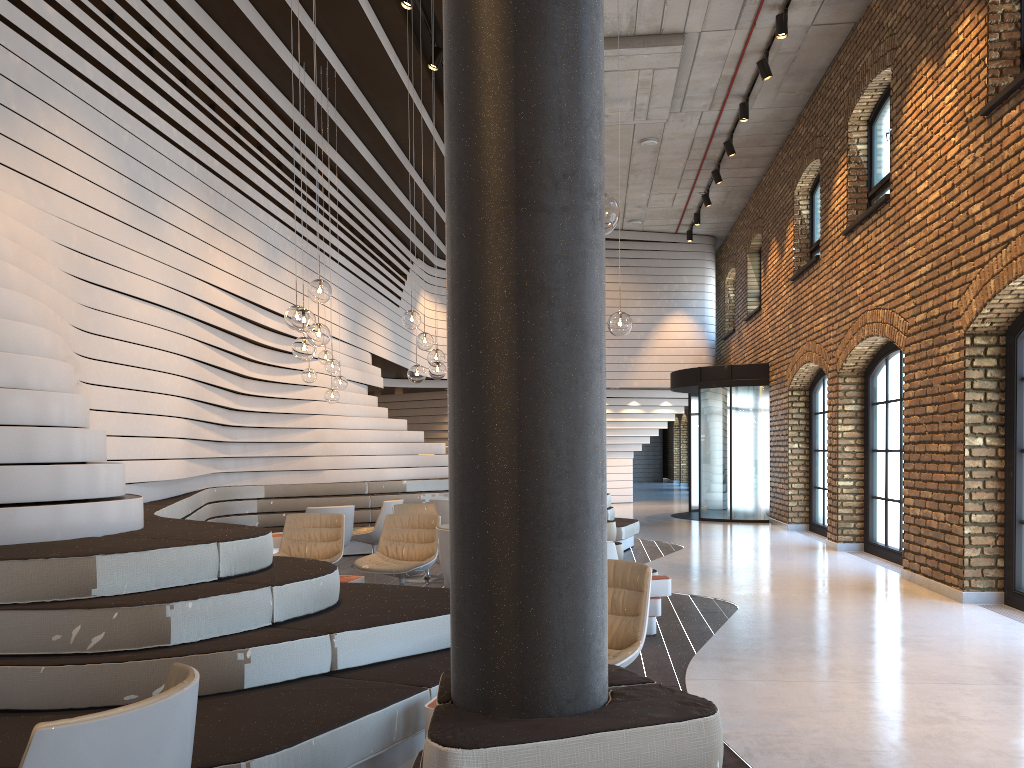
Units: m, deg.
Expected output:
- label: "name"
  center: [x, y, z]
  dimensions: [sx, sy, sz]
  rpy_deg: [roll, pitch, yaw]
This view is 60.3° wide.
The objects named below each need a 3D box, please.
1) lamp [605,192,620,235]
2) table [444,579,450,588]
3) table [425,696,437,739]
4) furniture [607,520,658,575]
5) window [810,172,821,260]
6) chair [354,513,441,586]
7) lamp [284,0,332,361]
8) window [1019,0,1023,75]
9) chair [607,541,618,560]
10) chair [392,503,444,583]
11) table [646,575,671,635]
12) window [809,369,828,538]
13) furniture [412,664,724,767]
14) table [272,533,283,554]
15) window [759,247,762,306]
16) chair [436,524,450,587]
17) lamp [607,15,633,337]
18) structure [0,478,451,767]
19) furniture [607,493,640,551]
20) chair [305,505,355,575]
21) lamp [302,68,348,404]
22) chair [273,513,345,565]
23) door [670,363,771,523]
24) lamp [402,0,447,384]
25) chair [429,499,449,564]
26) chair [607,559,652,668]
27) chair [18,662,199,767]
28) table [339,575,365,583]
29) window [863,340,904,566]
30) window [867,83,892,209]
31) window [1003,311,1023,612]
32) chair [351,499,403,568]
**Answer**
- label: "lamp"
  center: [0.130, -2.677, 3.324]
  dimensions: [0.541, 4.638, 0.276]
  rpy_deg: [-2, 2, -32]
- label: "table"
  center: [-0.310, 1.760, 8.403]
  dimensions: [0.416, 0.371, 0.901]
  rpy_deg: [-2, -4, 43]
- label: "table"
  center: [0.161, 1.366, 3.307]
  dimensions: [0.908, 0.371, 0.412]
  rpy_deg: [-1, -2, 14]
- label: "furniture"
  center: [0.273, 1.505, 7.423]
  dimensions: [1.269, 0.723, 1.782]
  rpy_deg: [1, -4, -24]
- label: "window"
  center: [4.467, -2.376, 12.534]
  dimensions: [0.126, 1.453, 1.570]
  rpy_deg: [0, -1, 5]
- label: "chair"
  center: [-0.934, 1.494, 7.418]
  dimensions: [0.660, 0.768, 0.707]
  rpy_deg: [-1, -1, 26]
- label: "lamp"
  center: [-1.419, -2.503, 6.112]
  dimensions: [0.293, 4.685, 0.543]
  rpy_deg: [-1, 2, 1]
- label: "window"
  center: [3.841, -2.875, 5.934]
  dimensions: [0.126, 1.453, 1.570]
  rpy_deg: [0, -1, 5]
- label: "chair"
  center: [0.437, 1.337, 5.557]
  dimensions: [0.659, 0.768, 0.707]
  rpy_deg: [-1, -1, 24]
- label: "chair"
  center: [-0.866, 1.615, 9.007]
  dimensions: [0.652, 0.768, 0.715]
  rpy_deg: [0, -1, -44]
- label: "table"
  center: [0.706, 1.591, 6.332]
  dimensions: [0.905, 0.371, 0.414]
  rpy_deg: [-1, -2, -1]
- label: "window"
  center: [4.600, 0.956, 12.629]
  dimensions: [0.130, 2.539, 2.353]
  rpy_deg: [0, -1, 5]
- label: "furniture"
  center: [0.313, 1.094, 2.046]
  dimensions: [1.275, 0.723, 1.774]
  rpy_deg: [-1, -3, 1]
- label: "table"
  center: [-2.512, 1.924, 10.241]
  dimensions: [0.416, 0.371, 0.901]
  rpy_deg: [-2, -4, 43]
- label: "window"
  center: [4.860, -2.064, 16.678]
  dimensions: [0.126, 1.453, 1.570]
  rpy_deg: [0, -1, 5]
- label: "chair"
  center: [-0.193, 1.409, 6.410]
  dimensions: [0.712, 0.768, 0.655]
  rpy_deg: [-1, -1, 9]
- label: "lamp"
  center: [0.526, -2.541, 5.882]
  dimensions: [0.543, 4.685, 0.293]
  rpy_deg: [-1, 2, -9]
- label: "structure"
  center: [-2.021, 1.354, 6.490]
  dimensions: [5.774, 0.928, 18.231]
  rpy_deg: [-1, -4, 2]
- label: "furniture"
  center: [1.115, 1.817, 11.608]
  dimensions: [1.284, 0.723, 1.762]
  rpy_deg: [-3, -4, 41]
- label: "chair"
  center: [-1.982, 1.640, 9.180]
  dimensions: [0.652, 0.768, 0.715]
  rpy_deg: [0, -1, -40]
- label: "lamp"
  center: [-2.074, -2.144, 9.752]
  dimensions: [0.528, 4.724, 0.334]
  rpy_deg: [-2, 2, -32]
- label: "chair"
  center: [-1.770, 1.516, 7.593]
  dimensions: [0.658, 0.768, 0.709]
  rpy_deg: [-1, -1, 13]
- label: "door"
  center: [4.672, 1.182, 16.913]
  dimensions: [3.211, 2.857, 3.246]
  rpy_deg: [-1, -2, 13]
- label: "lamp"
  center: [-0.817, -2.378, 7.946]
  dimensions: [0.310, 4.751, 0.658]
  rpy_deg: [0, 2, 14]
- label: "chair"
  center: [-0.634, 1.719, 10.398]
  dimensions: [0.659, 0.768, 0.707]
  rpy_deg: [-1, -1, 22]
- label: "chair"
  center: [0.299, 1.225, 4.065]
  dimensions: [0.661, 0.768, 0.706]
  rpy_deg: [-1, -1, 43]
- label: "chair"
  center: [-1.108, 1.088, 2.083]
  dimensions: [0.712, 0.768, 0.655]
  rpy_deg: [-1, -1, 10]
- label: "table"
  center: [-1.447, 1.638, 6.649]
  dimensions: [0.912, 0.371, 0.411]
  rpy_deg: [-3, -3, 38]
- label: "window"
  center: [4.332, 0.743, 9.801]
  dimensions: [0.130, 2.539, 2.353]
  rpy_deg: [0, -1, 5]
- label: "window"
  center: [4.199, -2.590, 9.706]
  dimensions: [0.126, 1.453, 1.570]
  rpy_deg: [0, -1, 5]
- label: "window"
  center: [3.974, 0.458, 6.029]
  dimensions: [0.130, 2.539, 2.353]
  rpy_deg: [0, -1, 5]
- label: "chair"
  center: [-1.600, 1.708, 10.129]
  dimensions: [0.711, 0.768, 0.656]
  rpy_deg: [-1, -1, 5]
